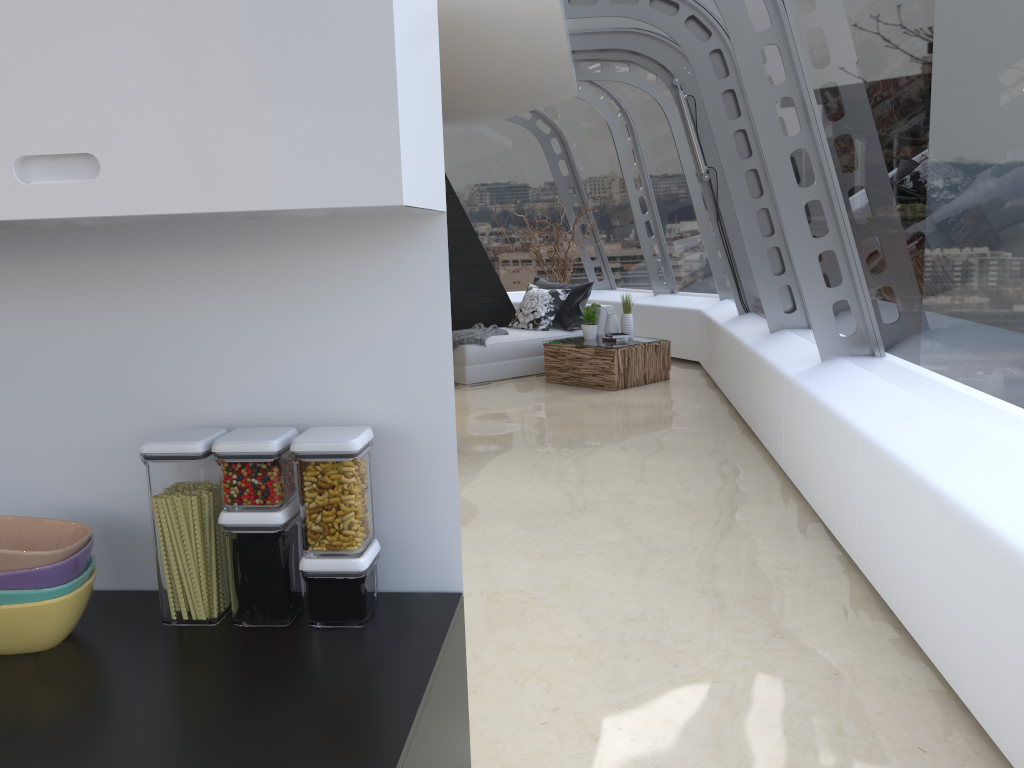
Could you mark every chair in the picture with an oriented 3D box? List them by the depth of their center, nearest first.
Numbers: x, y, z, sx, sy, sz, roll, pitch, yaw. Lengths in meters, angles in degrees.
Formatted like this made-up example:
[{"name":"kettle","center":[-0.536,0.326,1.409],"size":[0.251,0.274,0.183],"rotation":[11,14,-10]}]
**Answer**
[{"name":"chair","center":[0.000,-0.487,9.930],"size":[2.068,0.690,1.176],"rotation":[-9,12,-36]}]

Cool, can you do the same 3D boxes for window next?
[{"name":"window","center":[-5.517,-0.490,4.336],"size":[16.693,3.674,16.171],"rotation":[-2,9,-1]}]

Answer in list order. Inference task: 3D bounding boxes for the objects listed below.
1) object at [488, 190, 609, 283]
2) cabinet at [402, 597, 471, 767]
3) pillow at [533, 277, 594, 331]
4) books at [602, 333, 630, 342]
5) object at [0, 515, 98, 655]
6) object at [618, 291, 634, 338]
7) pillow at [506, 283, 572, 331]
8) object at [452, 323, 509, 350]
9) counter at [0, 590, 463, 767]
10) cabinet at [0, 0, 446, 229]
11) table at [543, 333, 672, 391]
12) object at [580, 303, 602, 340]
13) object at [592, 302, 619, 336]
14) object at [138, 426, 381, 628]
[{"name":"object","center":[0.485,-1.441,11.394],"size":[1.508,2.059,1.370],"rotation":[-3,9,-6]},{"name":"cabinet","center":[-2.711,-0.106,1.341],"size":[5.157,2.901,0.831],"rotation":[-1,9,6]},{"name":"pillow","center":[0.505,-0.920,10.229],"size":[0.510,0.597,1.070],"rotation":[-9,12,-36]},{"name":"books","center":[1.044,-0.470,8.925],"size":[0.246,0.063,0.265],"rotation":[-5,10,-20]},{"name":"object","center":[-0.779,0.320,1.421],"size":[0.205,0.205,0.185],"rotation":[-3,9,-6]},{"name":"object","center":[1.182,-0.730,9.098],"size":[0.150,0.511,0.153],"rotation":[-9,12,-38]},{"name":"pillow","center":[0.282,-0.862,10.031],"size":[0.431,0.528,0.683],"rotation":[-10,13,-42]},{"name":"object","center":[-0.413,-0.418,9.420],"size":[1.024,0.359,0.825],"rotation":[-9,12,-38]},{"name":"counter","center":[-1.985,0.481,1.367],"size":[3.738,0.025,0.804],"rotation":[-1,9,6]},{"name":"cabinet","center":[-1.992,-0.479,1.455],"size":[3.741,0.515,0.343],"rotation":[-1,9,6]},{"name":"table","center":[0.962,-0.235,9.041],"size":[0.923,0.436,1.007],"rotation":[-10,12,-41]},{"name":"object","center":[0.800,-0.642,9.096],"size":[0.215,0.369,0.284],"rotation":[3,10,26]},{"name":"object","center":[0.975,-0.672,9.223],"size":[0.297,0.370,0.152],"rotation":[5,12,37]},{"name":"object","center":[-0.412,0.237,1.481],"size":[0.365,0.315,0.113],"rotation":[-1,9,6]}]
